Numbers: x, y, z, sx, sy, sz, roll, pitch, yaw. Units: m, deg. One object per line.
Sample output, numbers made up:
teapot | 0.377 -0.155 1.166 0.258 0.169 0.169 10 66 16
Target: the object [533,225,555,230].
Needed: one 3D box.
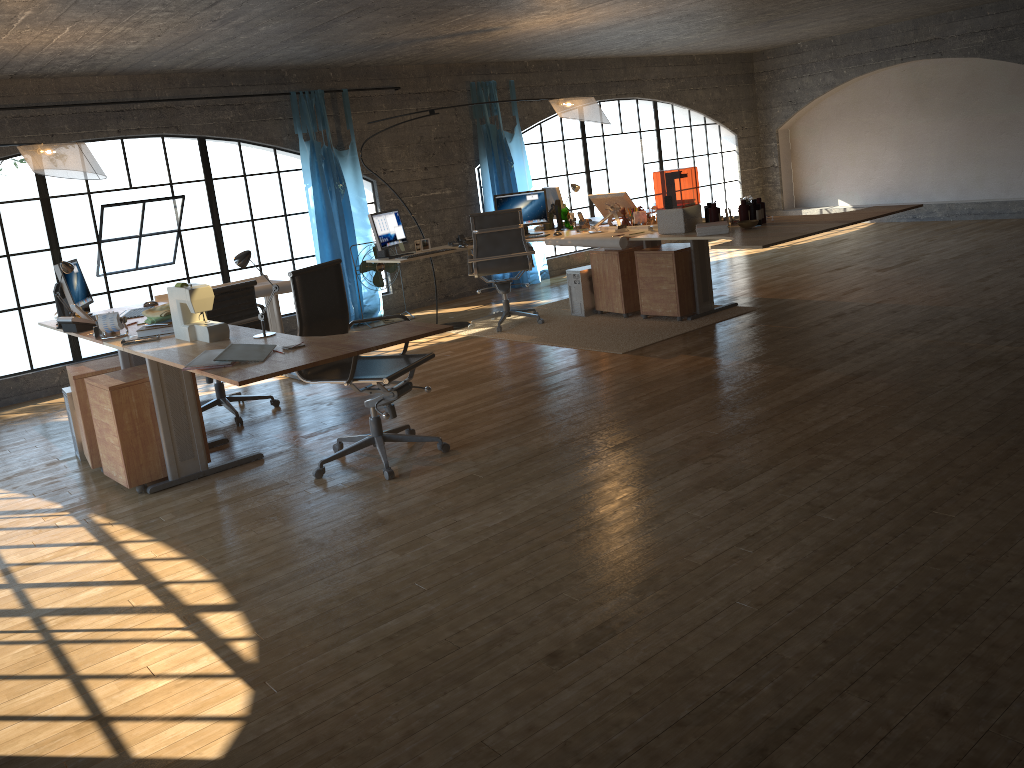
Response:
object | 0.306 -1.480 8.333 0.207 0.036 0.205 -18 18 -38

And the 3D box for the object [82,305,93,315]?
object | -2.883 -0.594 5.919 0.086 0.273 0.085 -14 11 -35

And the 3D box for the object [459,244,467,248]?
object | -0.414 -1.169 7.466 0.059 0.033 0.102 -14 15 -27

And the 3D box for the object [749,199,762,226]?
object | 1.725 -1.217 6.259 0.080 0.184 0.080 -13 11 -30

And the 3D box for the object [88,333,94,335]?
object | -2.312 -0.292 4.968 0.160 0.011 0.011 -19 16 -40

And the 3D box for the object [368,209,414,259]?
object | -1.028 -1.257 7.401 0.285 0.384 0.479 -3 13 22

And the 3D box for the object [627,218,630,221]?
object | 1.193 -1.452 8.334 0.299 0.238 0.374 -7 12 3

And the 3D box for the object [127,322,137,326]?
object | -2.228 -0.352 5.169 0.012 0.009 0.128 -4 14 15

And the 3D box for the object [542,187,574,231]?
object | 0.400 -1.635 8.187 0.286 0.384 0.476 -10 12 -12

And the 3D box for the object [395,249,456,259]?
object | -0.710 -1.079 7.302 0.496 0.011 0.188 -18 18 -37

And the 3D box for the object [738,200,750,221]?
object | 1.664 -1.223 6.316 0.080 0.184 0.080 -11 10 -20

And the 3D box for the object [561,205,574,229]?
object | 0.485 -1.495 7.928 0.115 0.217 0.251 -5 12 12

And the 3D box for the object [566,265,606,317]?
object | 0.745 -0.838 7.784 0.485 0.405 0.201 -15 12 -32

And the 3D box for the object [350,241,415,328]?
object | -1.357 -1.013 8.752 0.495 0.790 0.584 -14 12 -32

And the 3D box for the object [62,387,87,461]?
object | -2.388 0.181 5.300 0.485 0.405 0.201 -15 12 -32

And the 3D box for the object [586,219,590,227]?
object | 0.674 -1.431 7.870 0.035 0.077 0.100 -6 12 10

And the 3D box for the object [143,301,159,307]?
object | -2.466 -0.549 6.025 0.101 0.033 0.060 -8 13 -3

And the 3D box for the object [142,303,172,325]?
object | -1.903 -0.386 4.893 0.258 0.128 0.254 -16 16 -34

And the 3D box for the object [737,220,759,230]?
object | 1.633 -1.097 6.102 0.146 0.054 0.149 0 15 28

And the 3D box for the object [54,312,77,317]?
object | -2.911 -0.468 5.782 0.146 0.031 0.153 -16 16 -32

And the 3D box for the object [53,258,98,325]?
object | -2.794 -0.596 5.654 0.286 0.384 0.476 -10 12 -12

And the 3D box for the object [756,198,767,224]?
object | 1.780 -1.244 6.339 0.080 0.184 0.080 -13 11 -30

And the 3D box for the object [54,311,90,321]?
object | -2.889 -0.441 5.800 0.207 0.036 0.205 -18 18 -38

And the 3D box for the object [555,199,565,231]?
object | 0.418 -1.520 7.946 0.085 0.273 0.086 -6 9 8

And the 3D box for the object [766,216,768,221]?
object | 1.873 -1.222 6.502 0.026 0.043 0.026 -6 10 7

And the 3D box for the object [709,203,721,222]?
object | 1.466 -1.214 6.377 0.080 0.184 0.080 -11 10 -20

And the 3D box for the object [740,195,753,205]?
object | 1.704 -1.258 6.394 0.099 0.211 0.095 -15 13 -39

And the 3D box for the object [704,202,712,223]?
object | 1.455 -1.237 6.475 0.080 0.184 0.080 -13 11 -30

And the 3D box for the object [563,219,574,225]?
object | 0.529 -1.554 8.476 0.136 0.056 0.156 -12 14 -21

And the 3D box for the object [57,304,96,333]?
object | -2.543 -0.396 5.189 0.169 0.162 0.193 1 15 36

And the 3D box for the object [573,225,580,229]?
object | 0.598 -1.412 7.936 0.133 0.025 0.132 -18 17 -36

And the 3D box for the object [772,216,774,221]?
object | 1.908 -1.213 6.463 0.017 0.036 0.017 -6 10 7

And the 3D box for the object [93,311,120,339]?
object | -2.214 -0.324 4.806 0.135 0.127 0.039 -18 14 -42

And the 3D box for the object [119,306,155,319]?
object | -2.434 -0.456 5.686 0.187 0.011 0.497 -10 14 -12

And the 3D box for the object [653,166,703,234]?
object | 1.222 -1.352 6.496 0.222 0.451 0.274 2 13 41

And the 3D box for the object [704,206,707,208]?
object | 1.492 -1.306 6.670 0.077 0.081 0.078 0 13 31

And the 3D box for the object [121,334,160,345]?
object | -1.873 -0.226 4.452 0.181 0.025 0.076 -9 14 -8

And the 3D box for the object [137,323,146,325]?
object | -2.118 -0.361 5.154 0.008 0.007 0.149 4 18 44

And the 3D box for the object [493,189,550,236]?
object | 0.091 -1.522 7.891 0.469 0.385 0.290 -7 11 2

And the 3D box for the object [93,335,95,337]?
object | -2.259 -0.291 4.904 0.133 0.025 0.132 -18 17 -36

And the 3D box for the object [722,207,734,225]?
object | 1.605 -1.246 6.558 0.135 0.127 0.039 -18 14 -42

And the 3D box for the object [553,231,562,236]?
object | 0.384 -1.274 7.483 0.059 0.033 0.103 -1 15 26

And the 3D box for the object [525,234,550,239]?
object | 0.074 -1.262 7.635 0.489 0.011 0.191 -3 15 17

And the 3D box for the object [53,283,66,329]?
object | -2.776 -0.481 5.413 0.085 0.273 0.086 -6 9 6

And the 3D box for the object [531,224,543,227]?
object | 0.283 -1.507 8.315 0.146 0.031 0.153 -16 16 -32

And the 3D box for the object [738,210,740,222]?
object | 1.684 -1.243 6.523 0.037 0.119 0.076 -3 11 26

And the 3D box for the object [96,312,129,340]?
object | -2.142 -0.315 4.722 0.154 0.133 0.100 -8 11 -3

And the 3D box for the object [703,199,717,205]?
object | 1.508 -1.354 6.668 0.076 0.100 0.154 -9 13 -8

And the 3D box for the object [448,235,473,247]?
object | -0.420 -1.262 7.742 0.279 0.080 0.418 -9 14 -6

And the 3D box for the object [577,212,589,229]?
object | 0.621 -1.447 7.796 0.082 0.157 0.085 1 13 41

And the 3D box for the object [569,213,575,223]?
object | 0.578 -1.614 8.602 0.083 0.098 0.109 -13 13 -26
